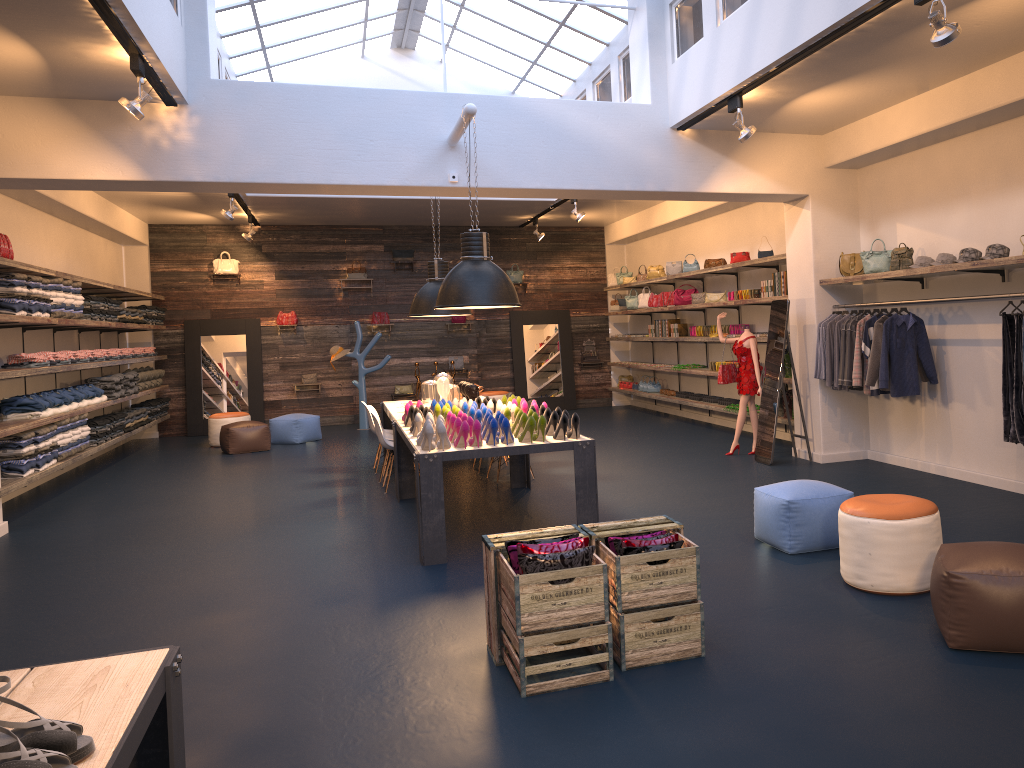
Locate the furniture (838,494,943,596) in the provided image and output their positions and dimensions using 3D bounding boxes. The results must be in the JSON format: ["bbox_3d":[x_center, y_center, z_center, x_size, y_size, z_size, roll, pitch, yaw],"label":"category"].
[{"bbox_3d":[2.183,0.906,5.015,0.605,0.480,0.556,-3,2,-13],"label":"furniture"}]

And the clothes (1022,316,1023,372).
[{"bbox_3d":[3.972,-0.007,6.585,0.250,1.136,0.143,-2,0,-35],"label":"clothes"}]

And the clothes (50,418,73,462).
[{"bbox_3d":[-4.672,0.564,8.835,0.273,0.455,0.329,-2,1,-1],"label":"clothes"}]

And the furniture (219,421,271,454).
[{"bbox_3d":[-3.724,0.726,12.126,0.700,0.423,0.598,-4,3,-31],"label":"furniture"}]

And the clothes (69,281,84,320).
[{"bbox_3d":[-4.871,-0.913,9.483,0.273,0.455,0.329,-2,1,-1],"label":"clothes"}]

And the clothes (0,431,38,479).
[{"bbox_3d":[-4.481,0.633,7.842,0.262,0.411,0.310,-2,1,-8],"label":"clothes"}]

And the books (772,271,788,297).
[{"bbox_3d":[3.327,-1.188,10.243,0.251,0.288,0.608,-3,3,-14],"label":"books"}]

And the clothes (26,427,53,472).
[{"bbox_3d":[-4.520,0.614,8.179,0.262,0.411,0.310,-2,1,-8],"label":"clothes"}]

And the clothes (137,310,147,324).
[{"bbox_3d":[-5.540,-0.982,12.563,0.438,0.251,0.329,-3,2,-18],"label":"clothes"}]

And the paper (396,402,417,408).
[{"bbox_3d":[-1.104,0.234,9.789,0.341,0.014,0.708,-2,3,-3],"label":"paper"}]

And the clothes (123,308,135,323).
[{"bbox_3d":[-5.386,-0.941,11.798,0.438,0.251,0.329,-3,2,-18],"label":"clothes"}]

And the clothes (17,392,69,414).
[{"bbox_3d":[-4.779,0.201,8.747,0.427,0.240,0.427,-2,3,1],"label":"clothes"}]

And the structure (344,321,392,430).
[{"bbox_3d":[-2.457,-0.152,14.438,0.943,1.807,0.176,-2,0,8],"label":"structure"}]

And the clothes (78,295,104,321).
[{"bbox_3d":[-4.961,-0.875,10.060,0.386,0.299,0.313,-3,2,-13],"label":"clothes"}]

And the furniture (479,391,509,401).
[{"bbox_3d":[-0.312,0.372,15.457,0.605,0.480,0.556,-3,2,-13],"label":"furniture"}]

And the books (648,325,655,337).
[{"bbox_3d":[2.471,-0.911,14.887,0.188,0.210,0.304,-3,2,-13],"label":"books"}]

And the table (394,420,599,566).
[{"bbox_3d":[-0.238,0.738,7.136,1.294,0.740,2.423,-3,3,-13],"label":"table"}]

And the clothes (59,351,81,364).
[{"bbox_3d":[-4.932,-0.287,9.516,0.338,0.155,0.332,-3,3,-20],"label":"clothes"}]

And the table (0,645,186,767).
[{"bbox_3d":[-1.227,1.149,0.879,1.294,0.740,2.423,-3,3,-13],"label":"table"}]

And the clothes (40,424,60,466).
[{"bbox_3d":[-4.609,0.600,8.480,0.262,0.411,0.310,-2,1,-8],"label":"clothes"}]

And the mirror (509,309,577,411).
[{"bbox_3d":[0.591,-0.441,16.450,1.218,1.918,0.253,-2,0,-19],"label":"mirror"}]

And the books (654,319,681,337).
[{"bbox_3d":[2.589,-0.929,14.452,0.251,0.288,0.608,-3,3,-14],"label":"books"}]

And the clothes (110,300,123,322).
[{"bbox_3d":[-5.157,-0.923,10.980,0.364,0.299,0.297,-3,2,-9],"label":"clothes"}]

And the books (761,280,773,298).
[{"bbox_3d":[3.208,-1.170,10.678,0.188,0.210,0.304,-3,2,-13],"label":"books"}]

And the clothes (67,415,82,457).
[{"bbox_3d":[-4.734,0.548,9.143,0.273,0.455,0.329,-2,1,-1],"label":"clothes"}]

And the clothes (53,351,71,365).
[{"bbox_3d":[-4.892,-0.262,9.194,0.349,0.159,0.321,-2,3,6],"label":"clothes"}]

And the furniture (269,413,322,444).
[{"bbox_3d":[-3.249,0.655,13.017,0.611,0.423,0.687,-1,3,24],"label":"furniture"}]

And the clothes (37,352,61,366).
[{"bbox_3d":[-4.797,-0.251,8.838,0.338,0.155,0.332,-3,3,-20],"label":"clothes"}]

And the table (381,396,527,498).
[{"bbox_3d":[-0.718,0.612,9.530,1.294,0.740,2.423,-3,3,-13],"label":"table"}]

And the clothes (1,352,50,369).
[{"bbox_3d":[-4.756,-0.227,8.516,0.349,0.159,0.321,-2,3,6],"label":"clothes"}]

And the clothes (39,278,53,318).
[{"bbox_3d":[-4.678,-0.844,8.480,0.262,0.411,0.310,-2,1,-8],"label":"clothes"}]

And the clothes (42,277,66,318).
[{"bbox_3d":[-4.741,-0.879,8.835,0.273,0.455,0.329,-2,1,-1],"label":"clothes"}]

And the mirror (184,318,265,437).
[{"bbox_3d":[-4.816,-0.129,14.563,1.218,1.918,0.253,-2,0,-19],"label":"mirror"}]

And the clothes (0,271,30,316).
[{"bbox_3d":[-4.550,-0.810,7.842,0.262,0.411,0.310,-2,1,-8],"label":"clothes"}]

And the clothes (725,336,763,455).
[{"bbox_3d":[2.726,0.129,10.070,0.495,1.385,0.322,-2,0,-29],"label":"clothes"}]

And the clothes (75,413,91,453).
[{"bbox_3d":[-4.802,0.530,9.483,0.273,0.455,0.329,-2,1,-1],"label":"clothes"}]

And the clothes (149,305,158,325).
[{"bbox_3d":[-5.612,-1.042,13.251,0.390,0.299,0.299,-3,2,-27],"label":"clothes"}]

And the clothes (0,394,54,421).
[{"bbox_3d":[-4.694,0.223,8.330,0.446,0.240,0.408,-3,3,-16],"label":"clothes"}]

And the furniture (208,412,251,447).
[{"bbox_3d":[-4.191,0.668,12.901,0.605,0.480,0.556,-3,2,-13],"label":"furniture"}]

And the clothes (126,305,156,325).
[{"bbox_3d":[-5.540,-1.027,12.947,0.386,0.299,0.313,-3,2,-13],"label":"clothes"}]

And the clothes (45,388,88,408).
[{"bbox_3d":[-4.931,0.161,9.511,0.446,0.240,0.408,-3,3,-16],"label":"clothes"}]

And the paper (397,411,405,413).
[{"bbox_3d":[-0.879,0.266,9.117,0.312,0.014,0.770,0,4,27],"label":"paper"}]

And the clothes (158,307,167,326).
[{"bbox_3d":[-5.736,-1.075,13.866,0.364,0.299,0.297,-3,2,-9],"label":"clothes"}]

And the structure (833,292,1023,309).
[{"bbox_3d":[4.267,-0.612,5.247,0.040,0.039,8.320,-2,3,-11],"label":"structure"}]

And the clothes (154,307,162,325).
[{"bbox_3d":[-5.674,-1.058,13.558,0.370,0.299,0.291,-3,2,-15],"label":"clothes"}]

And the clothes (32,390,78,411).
[{"bbox_3d":[-4.854,0.181,9.125,0.446,0.240,0.408,-3,3,-16],"label":"clothes"}]

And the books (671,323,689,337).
[{"bbox_3d":[2.695,-0.865,13.994,0.191,0.213,0.314,-3,2,-14],"label":"books"}]

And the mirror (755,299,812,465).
[{"bbox_3d":[2.923,-0.038,9.484,0.549,1.765,0.480,-2,0,-16],"label":"mirror"}]

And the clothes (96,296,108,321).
[{"bbox_3d":[-5.033,-0.891,10.364,0.390,0.299,0.299,-3,2,-27],"label":"clothes"}]

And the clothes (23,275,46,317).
[{"bbox_3d":[-4.590,-0.829,8.179,0.262,0.411,0.310,-2,1,-8],"label":"clothes"}]

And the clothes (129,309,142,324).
[{"bbox_3d":[-5.466,-0.962,12.190,0.425,0.251,0.340,-2,2,-6],"label":"clothes"}]

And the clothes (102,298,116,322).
[{"bbox_3d":[-5.095,-0.907,10.671,0.370,0.299,0.291,-3,2,-15],"label":"clothes"}]

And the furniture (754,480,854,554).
[{"bbox_3d":[2.015,0.882,5.994,0.683,0.423,0.615,-3,2,-17],"label":"furniture"}]

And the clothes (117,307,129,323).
[{"bbox_3d":[-5.313,-0.922,11.425,0.425,0.251,0.340,-2,2,-6],"label":"clothes"}]

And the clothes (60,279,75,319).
[{"bbox_3d":[-4.803,-0.895,9.143,0.273,0.455,0.329,-2,1,-1],"label":"clothes"}]
